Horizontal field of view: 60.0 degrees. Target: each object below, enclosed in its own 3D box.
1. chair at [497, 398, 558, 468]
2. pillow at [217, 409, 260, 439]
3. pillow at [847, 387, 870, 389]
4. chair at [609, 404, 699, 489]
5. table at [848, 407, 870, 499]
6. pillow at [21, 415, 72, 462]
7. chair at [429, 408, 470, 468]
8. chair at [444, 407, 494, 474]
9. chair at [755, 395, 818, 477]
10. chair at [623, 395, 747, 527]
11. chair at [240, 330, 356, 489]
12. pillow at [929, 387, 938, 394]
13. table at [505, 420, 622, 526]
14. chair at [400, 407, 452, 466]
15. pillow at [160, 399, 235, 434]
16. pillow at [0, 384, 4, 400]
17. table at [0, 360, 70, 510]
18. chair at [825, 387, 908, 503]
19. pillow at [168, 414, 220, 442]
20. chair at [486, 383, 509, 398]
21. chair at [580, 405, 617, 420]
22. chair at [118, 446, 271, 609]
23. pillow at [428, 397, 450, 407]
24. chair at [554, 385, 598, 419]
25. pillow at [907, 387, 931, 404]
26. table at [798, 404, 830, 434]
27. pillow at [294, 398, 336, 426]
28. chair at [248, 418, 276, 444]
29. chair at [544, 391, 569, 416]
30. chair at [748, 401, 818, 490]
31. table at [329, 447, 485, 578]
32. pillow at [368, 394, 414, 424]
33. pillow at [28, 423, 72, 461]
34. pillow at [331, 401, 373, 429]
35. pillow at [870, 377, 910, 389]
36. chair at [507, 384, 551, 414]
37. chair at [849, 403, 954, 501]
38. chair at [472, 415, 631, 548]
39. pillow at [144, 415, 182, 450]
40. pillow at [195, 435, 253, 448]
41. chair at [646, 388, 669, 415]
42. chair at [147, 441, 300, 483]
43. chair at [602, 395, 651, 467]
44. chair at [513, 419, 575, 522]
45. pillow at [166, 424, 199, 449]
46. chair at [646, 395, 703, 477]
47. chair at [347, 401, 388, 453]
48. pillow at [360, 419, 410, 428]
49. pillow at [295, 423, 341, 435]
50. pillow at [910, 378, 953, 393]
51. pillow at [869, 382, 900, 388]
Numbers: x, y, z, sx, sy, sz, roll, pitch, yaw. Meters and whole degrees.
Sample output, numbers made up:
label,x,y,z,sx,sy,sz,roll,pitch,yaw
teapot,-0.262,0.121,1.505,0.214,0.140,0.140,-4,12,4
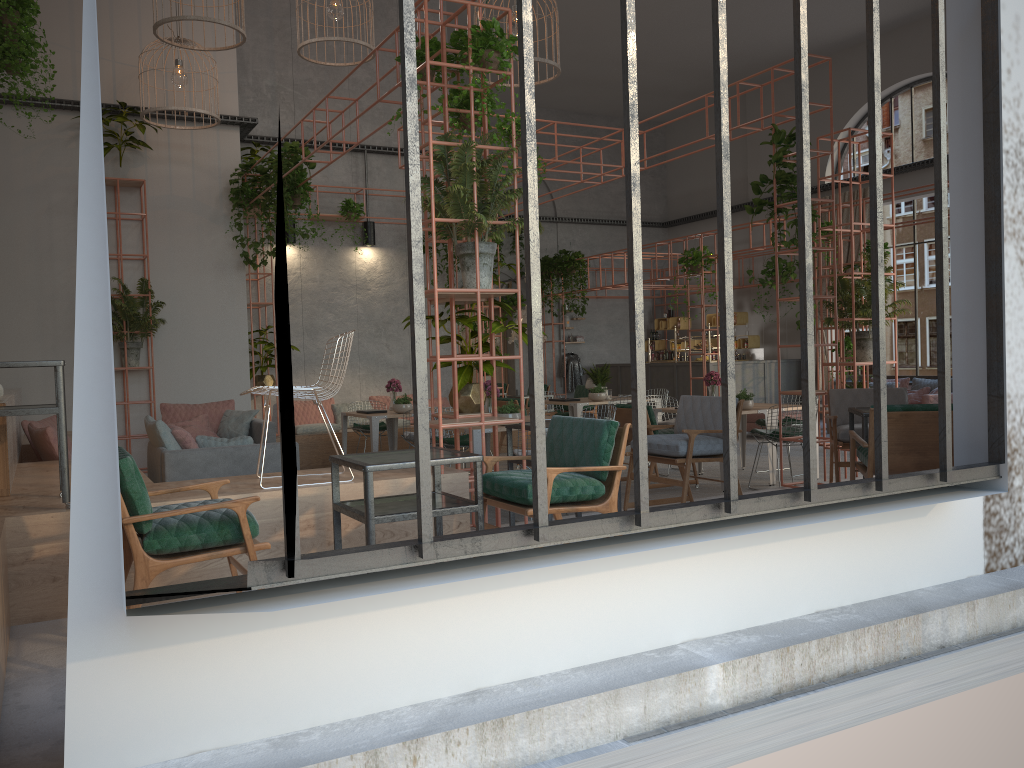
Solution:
label,x,y,z,sx,sy,sz,roll,pitch,yaw
chair,0.199,0.637,12.115,0.685,0.917,0.722,-3,2,-28
pillow,-3.153,0.472,10.089,0.495,0.349,0.308,-1,2,22
pillow,6.266,0.220,16.056,0.500,0.324,0.307,-2,2,7
chair,1.525,0.669,9.667,0.685,0.917,0.722,-3,2,-28
table,2.896,0.588,6.663,0.602,0.798,0.635,-1,2,12
pillow,-4.570,0.562,8.789,0.276,0.474,0.839,-2,2,-8
chair,-0.587,0.738,9.554,0.565,0.941,0.717,-3,2,-27
chair,-0.555,0.673,11.623,0.717,0.941,0.565,-3,2,-32
chair,3.260,0.583,10.503,0.717,0.941,0.565,-3,2,-32
chair,1.342,0.569,6.903,0.685,0.929,0.722,-3,2,-28
chair,-1.325,0.139,5.545,0.717,0.941,0.565,-2,2,-19
pillow,7.068,0.199,14.797,0.308,0.349,0.495,-1,2,22
table,0.371,0.679,6.396,0.635,0.798,0.602,-3,2,-28
chair,-0.994,0.727,10.332,0.565,0.941,0.717,-2,2,-12
pillow,-3.600,0.437,10.216,0.836,0.476,0.273,-3,2,-28
pillow,-3.442,0.068,5.500,0.491,0.149,0.637,-3,2,-27
table,-2.757,0.282,4.799,0.635,0.798,0.602,-3,2,-28
chair,3.063,0.501,7.494,0.722,0.914,0.685,-1,2,12
pillow,-3.576,0.510,9.926,0.441,0.317,0.479,0,2,43
chair,-0.491,0.452,19.068,0.685,0.930,0.722,-3,2,-28
chair,0.733,0.705,9.211,0.717,0.941,0.565,-3,2,-32
chair,-1.513,0.749,4.061,0.685,0.929,0.722,-3,2,-28
pillow,-1.239,0.413,13.915,0.666,0.385,0.289,-3,2,-33
chair,1.159,0.493,15.977,0.685,0.929,0.722,-3,2,-28
pillow,6.905,0.210,15.221,0.479,0.317,0.441,0,2,43
table,5.387,0.605,15.566,0.520,0.455,0.916,-3,2,-28
pillow,-2.947,0.448,13.027,0.839,0.474,0.276,-3,2,-38
chair,-3.305,0.750,9.917,1.127,0.672,1.052,-3,2,-28
chair,0.613,0.583,13.294,0.565,0.941,0.717,-3,2,-27
chair,2.821,0.637,9.212,0.565,0.941,0.717,-2,2,-12
table,-0.540,0.765,4.574,0.635,0.798,0.602,-3,2,-28
pillow,-1.797,0.393,13.591,0.839,0.474,0.276,-2,2,-8
pillow,-3.967,0.577,7.659,0.276,0.474,0.839,-3,2,-38
pillow,-2.369,0.468,13.312,0.666,0.385,0.289,-3,2,-33
pillow,6.778,0.122,16.045,0.276,0.474,0.839,-3,2,-28
chair,0.325,0.473,17.539,0.685,0.930,0.722,-3,2,-28
chair,2.577,0.572,5.649,0.722,0.917,0.685,-1,2,12
chair,0.217,0.664,4.983,0.685,0.929,0.722,-3,2,-28
pillow,-2.817,0.501,7.228,0.276,0.474,0.839,-3,2,-28
pillow,-2.299,0.566,7.222,0.499,0.324,0.307,-2,2,7
chair,1.933,0.551,12.951,0.717,0.941,0.565,-3,2,-32
chair,-2.404,0.756,7.362,1.056,0.586,1.127,-3,2,-28
chair,1.495,0.605,11.660,0.565,0.941,0.717,-2,2,-12
chair,0.294,0.759,7.920,0.565,0.941,0.717,-2,2,-12
pillow,-2.677,0.527,7.288,0.289,0.385,0.666,-3,2,-28
chair,1.940,0.615,10.847,0.565,0.941,0.717,-3,2,-27
chair,-1.876,0.705,11.967,0.565,0.941,0.717,-3,2,-27
pillow,-1.882,0.597,13.118,0.637,0.149,0.491,-3,2,-27
pillow,-2.807,0.642,12.625,0.637,0.149,0.491,-3,2,-27
pillow,7.195,0.135,15.240,0.273,0.476,0.836,-3,2,-28
pillow,6.640,0.160,15.987,0.289,0.385,0.666,-3,2,-28
